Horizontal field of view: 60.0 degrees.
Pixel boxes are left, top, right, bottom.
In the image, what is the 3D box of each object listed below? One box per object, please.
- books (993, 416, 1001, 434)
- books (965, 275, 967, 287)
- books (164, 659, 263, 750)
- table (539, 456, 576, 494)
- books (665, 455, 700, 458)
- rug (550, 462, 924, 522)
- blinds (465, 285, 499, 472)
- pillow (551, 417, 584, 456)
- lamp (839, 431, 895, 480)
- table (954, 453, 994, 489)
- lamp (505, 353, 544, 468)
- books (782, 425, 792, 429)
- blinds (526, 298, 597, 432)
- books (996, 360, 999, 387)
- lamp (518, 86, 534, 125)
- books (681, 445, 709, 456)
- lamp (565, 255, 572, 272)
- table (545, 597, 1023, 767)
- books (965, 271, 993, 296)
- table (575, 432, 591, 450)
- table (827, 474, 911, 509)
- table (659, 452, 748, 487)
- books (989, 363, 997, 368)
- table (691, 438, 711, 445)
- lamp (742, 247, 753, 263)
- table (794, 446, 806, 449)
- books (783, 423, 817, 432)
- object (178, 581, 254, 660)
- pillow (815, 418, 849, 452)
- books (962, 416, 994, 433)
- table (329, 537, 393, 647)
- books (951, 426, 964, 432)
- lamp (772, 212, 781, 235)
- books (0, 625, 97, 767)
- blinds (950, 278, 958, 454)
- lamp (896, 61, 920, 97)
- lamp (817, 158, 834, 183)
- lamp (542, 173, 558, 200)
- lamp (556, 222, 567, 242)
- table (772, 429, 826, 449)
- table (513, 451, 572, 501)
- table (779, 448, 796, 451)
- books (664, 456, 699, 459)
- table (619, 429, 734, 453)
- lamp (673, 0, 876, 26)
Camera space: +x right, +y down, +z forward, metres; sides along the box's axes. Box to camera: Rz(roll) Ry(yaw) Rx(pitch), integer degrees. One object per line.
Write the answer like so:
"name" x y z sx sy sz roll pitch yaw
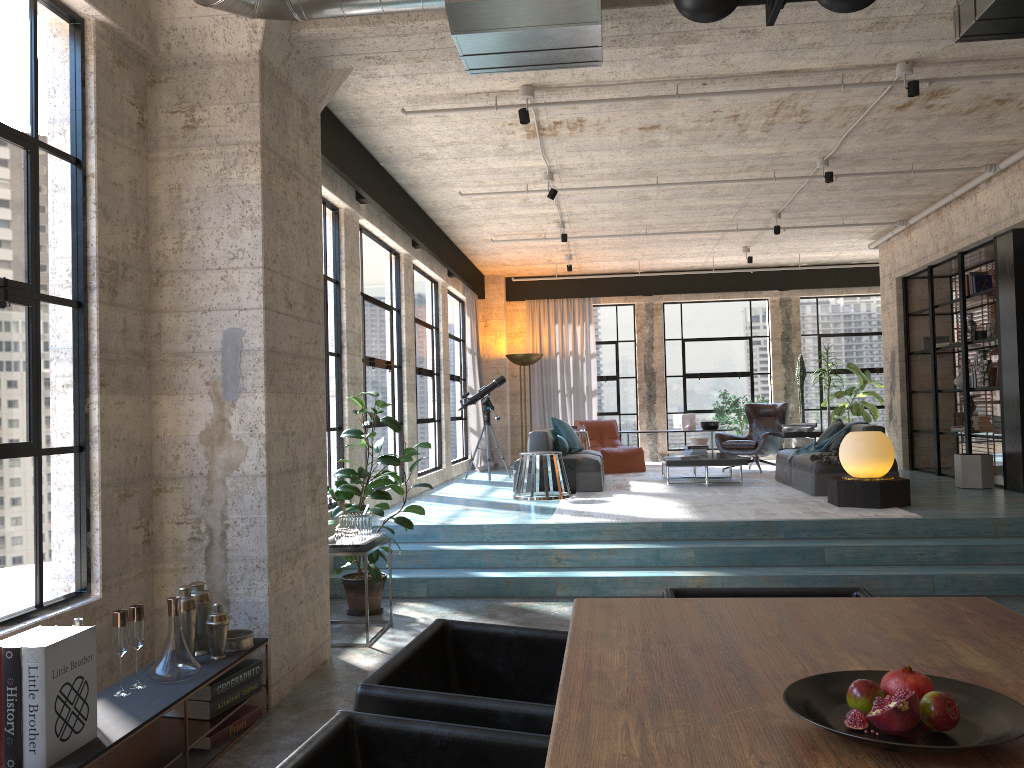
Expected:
"books" 5.430 0.444 9.592 0.274 0.197 0.393 -2 -2 6
"books" 5.332 -1.120 10.311 0.216 0.290 0.231 -2 -2 6
"books" -1.316 1.385 3.878 0.274 0.263 0.393 -2 -2 16
"table" 0.495 1.011 9.802 0.420 0.390 0.413 -2 -2 6
"books" 1.997 0.849 10.406 0.318 0.011 0.252 0 -2 -35
"rug" 2.191 1.185 10.974 2.954 0.032 7.768 -2 -2 6
"blinds" -0.470 -0.139 13.945 0.384 2.985 1.131 -2 -2 6
"pillow" 0.635 0.633 10.978 0.349 0.466 1.042 -2 -2 16
"lamp" 3.169 0.635 7.926 0.462 0.417 0.462 -3 -2 34
"table" 4.805 0.901 9.222 0.365 0.340 0.316 -3 -2 36
"lamp" 0.225 0.436 14.326 0.619 1.822 0.619 -2 -2 6
"books" 3.632 0.567 11.500 0.278 0.075 0.320 -2 -2 11
"blinds" 0.826 -0.135 14.917 1.187 2.986 0.404 -2 -2 7
"books" 5.362 -0.147 9.582 0.216 0.354 0.256 -2 -2 6
"lamp" 0.103 -1.968 6.278 0.107 0.236 0.145 -1 -2 -11
"books" 2.265 0.816 10.916 0.279 0.116 0.322 -1 -2 -9
"lamp" 0.851 -1.790 13.162 0.107 0.223 0.143 -2 -2 29
"table" 0.731 1.034 1.652 1.299 0.756 2.410 -2 -2 6
"books" 5.303 -1.130 10.066 0.221 0.298 0.258 -2 -2 6
"table" 0.875 0.959 12.154 0.549 0.603 0.549 -1 -2 -14
"table" 3.197 0.963 8.088 0.616 0.230 1.044 -2 -2 6
"table" 2.268 1.023 10.680 0.900 0.309 1.500 -2 -2 6
"books" 5.638 -0.103 10.398 0.147 0.299 0.547 -2 -2 6
"table" 3.015 1.064 14.128 0.331 0.394 0.331 0 -2 -45
"lamp" 3.419 -1.864 12.867 0.143 0.223 0.107 -2 -2 19
"table" 3.677 0.956 10.710 0.420 0.390 0.413 -2 -2 6
"books" 3.575 0.541 11.012 0.273 0.109 0.322 0 -2 -44
"object" -1.317 1.015 3.882 0.248 0.333 0.415 -3 -2 42
"pillow" 3.508 0.581 9.768 0.320 0.393 0.670 -2 -2 12
"books" 5.418 0.469 10.291 0.306 0.188 0.257 -1 -2 -29
"table" -1.049 1.292 5.591 0.450 0.563 0.600 -2 -2 6
"books" 5.441 0.538 10.621 0.231 0.068 0.319 -1 -2 -2
"lamp" 3.166 -1.911 10.585 0.107 0.252 0.144 -3 -2 38
"books" -1.471 0.971 2.778 0.191 0.362 0.277 -2 -2 6
"blinds" 5.754 -0.005 10.289 0.136 3.160 2.915 -2 -2 6
"lamp" 2.670 -2.053 5.994 0.141 0.215 0.107 -1 -2 -11
"lamp" 2.923 -1.992 8.290 0.141 0.215 0.107 -1 -2 -11
"lamp" 0.369 -1.899 8.562 0.144 0.252 0.107 -1 -2 -10
"lamp" 0.607 -1.852 10.848 0.107 0.223 0.143 -3 -2 40
"table" 3.805 0.880 11.292 0.800 0.570 0.800 -2 -2 6
"table" 0.312 0.954 9.300 0.620 0.472 0.620 -2 -2 9
"table" 3.593 0.993 11.301 0.316 0.340 0.365 -1 -2 -24
"books" 1.989 0.860 10.405 0.318 0.011 0.252 0 -2 -40
"table" 2.555 1.014 14.277 2.004 0.530 0.715 -2 -2 4
"lamp" 0.650 -1.715 1.742 0.583 1.327 1.813 -2 -2 6
